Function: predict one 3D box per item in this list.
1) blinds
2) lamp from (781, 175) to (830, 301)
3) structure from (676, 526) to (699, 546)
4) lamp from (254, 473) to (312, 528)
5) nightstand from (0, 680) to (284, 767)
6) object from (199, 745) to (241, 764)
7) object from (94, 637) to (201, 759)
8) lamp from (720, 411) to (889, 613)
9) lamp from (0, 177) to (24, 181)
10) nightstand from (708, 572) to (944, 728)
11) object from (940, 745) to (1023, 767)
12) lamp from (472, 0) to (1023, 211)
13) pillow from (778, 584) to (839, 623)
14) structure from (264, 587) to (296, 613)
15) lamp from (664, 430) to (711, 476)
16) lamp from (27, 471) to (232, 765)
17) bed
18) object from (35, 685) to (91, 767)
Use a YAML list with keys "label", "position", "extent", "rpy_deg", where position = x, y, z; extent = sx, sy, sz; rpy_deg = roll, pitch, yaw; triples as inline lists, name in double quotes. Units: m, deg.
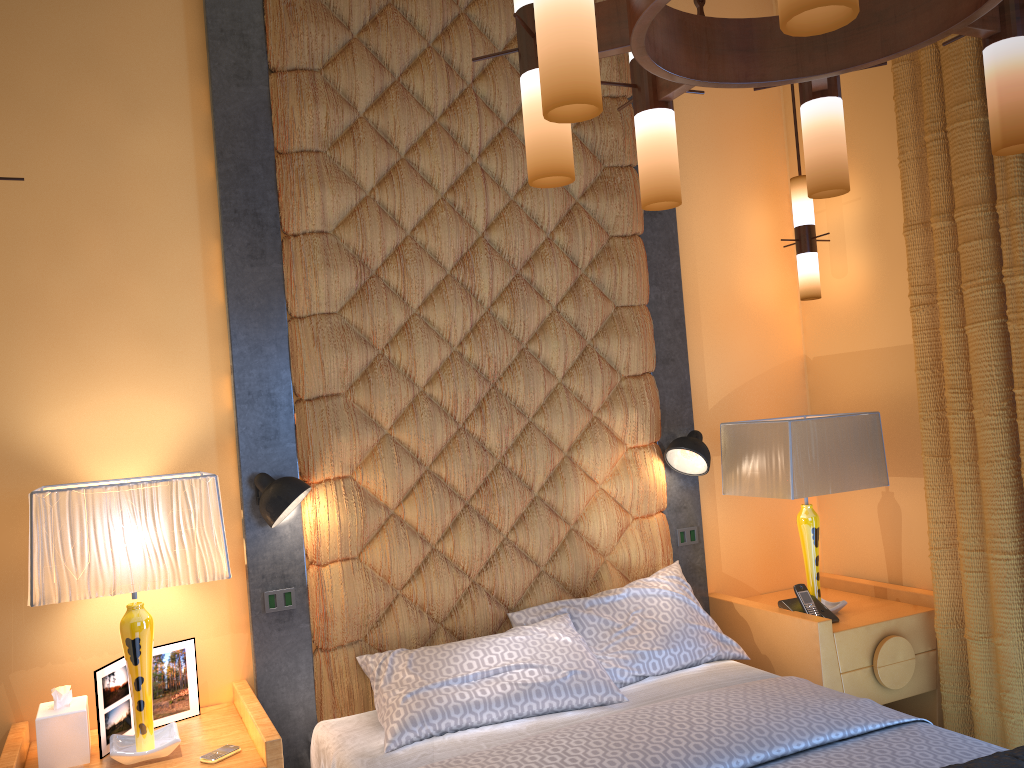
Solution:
- label: "blinds"
  position: [2.024, -0.621, 2.306]
  extent: [0.134, 4.144, 2.453]
  rpy_deg: [-4, -1, -25]
- label: "lamp"
  position: [1.275, -0.632, 3.849]
  extent: [0.199, 0.531, 0.199]
  rpy_deg: [-5, -1, 20]
- label: "structure"
  position: [0.746, 0.650, 3.783]
  extent: [0.103, 0.071, 0.016]
  rpy_deg: [-4, -1, -25]
- label: "lamp"
  position: [-0.782, 0.387, 2.982]
  extent: [0.214, 0.190, 0.186]
  rpy_deg: [-5, -2, 3]
- label: "nightstand"
  position: [-1.060, 1.361, 2.575]
  extent: [0.708, 0.699, 0.721]
  rpy_deg: [-4, -2, -25]
- label: "object"
  position: [-0.828, 1.051, 2.516]
  extent: [0.064, 0.018, 0.111]
  rpy_deg: [-6, -3, 30]
- label: "object"
  position: [-1.151, 0.965, 2.762]
  extent: [0.077, 0.255, 0.385]
  rpy_deg: [-5, -2, 26]
- label: "lamp"
  position: [1.196, 0.535, 3.600]
  extent: [0.505, 0.802, 0.424]
  rpy_deg: [-4, -1, -25]
- label: "lamp"
  position: [-1.373, -0.524, 2.211]
  extent: [0.199, 0.531, 0.199]
  rpy_deg: [-5, -1, 20]
- label: "nightstand"
  position: [1.314, 1.217, 3.671]
  extent: [0.680, 0.690, 0.721]
  rpy_deg: [-4, -2, -25]
- label: "object"
  position: [0.753, 0.968, 1.804]
  extent: [1.460, 0.104, 0.405]
  rpy_deg: [-4, -2, -25]
- label: "lamp"
  position: [0.434, -1.496, 1.493]
  extent: [1.141, 2.167, 1.141]
  rpy_deg: [-5, -1, -2]
- label: "pillow"
  position: [1.255, 0.929, 2.178]
  extent: [1.147, 0.407, 2.628]
  rpy_deg: [-5, -2, 17]
- label: "structure"
  position: [-0.803, 0.747, 3.069]
  extent: [0.103, 0.071, 0.016]
  rpy_deg: [-4, -1, -25]
- label: "lamp"
  position: [0.909, 0.287, 3.619]
  extent: [0.568, 0.218, 0.231]
  rpy_deg: [-5, -2, 23]
- label: "lamp"
  position: [-1.099, 0.681, 2.590]
  extent: [0.505, 0.802, 0.424]
  rpy_deg: [-4, -1, -25]
- label: "bed"
  position: [0.431, 1.127, 2.540]
  extent: [1.887, 0.824, 2.109]
  rpy_deg: [-4, -2, -25]
- label: "object"
  position: [-1.314, 0.993, 2.598]
  extent: [0.130, 0.210, 0.173]
  rpy_deg: [-4, -2, -25]
